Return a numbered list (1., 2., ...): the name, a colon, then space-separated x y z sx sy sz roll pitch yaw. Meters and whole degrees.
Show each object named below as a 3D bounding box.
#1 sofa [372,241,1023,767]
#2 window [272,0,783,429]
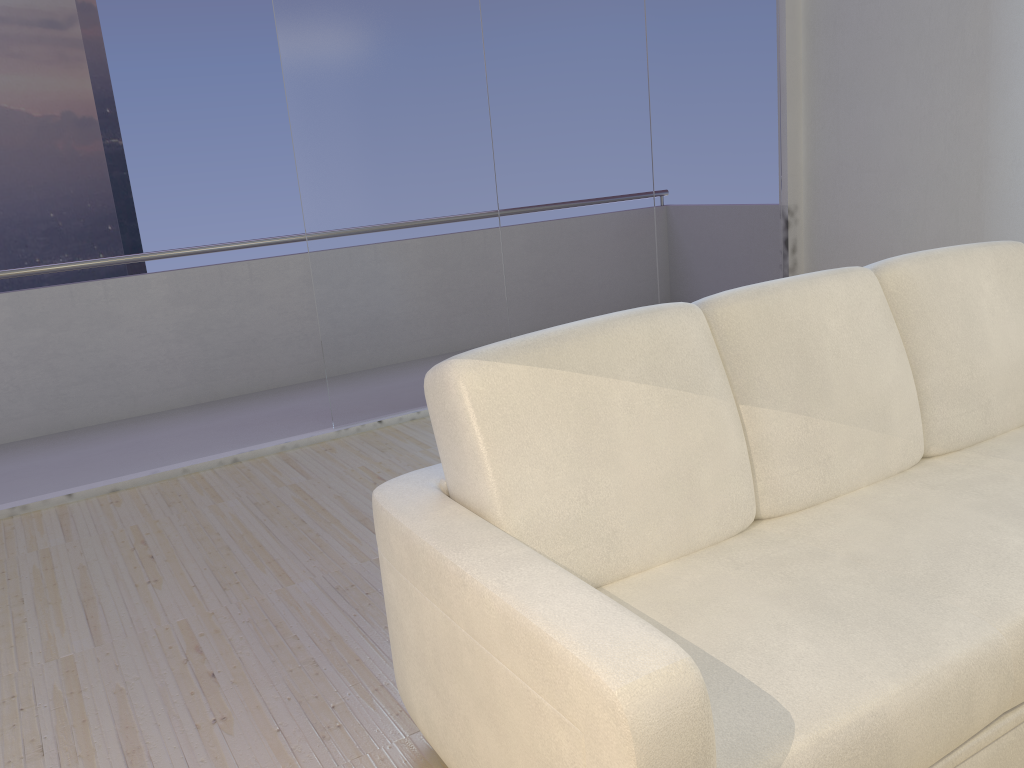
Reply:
1. sofa: 0.843 0.208 1.965 2.166 0.862 0.941 -13 16 -29
2. window: 0.319 -1.392 4.562 2.988 2.706 0.012 -13 16 -29
